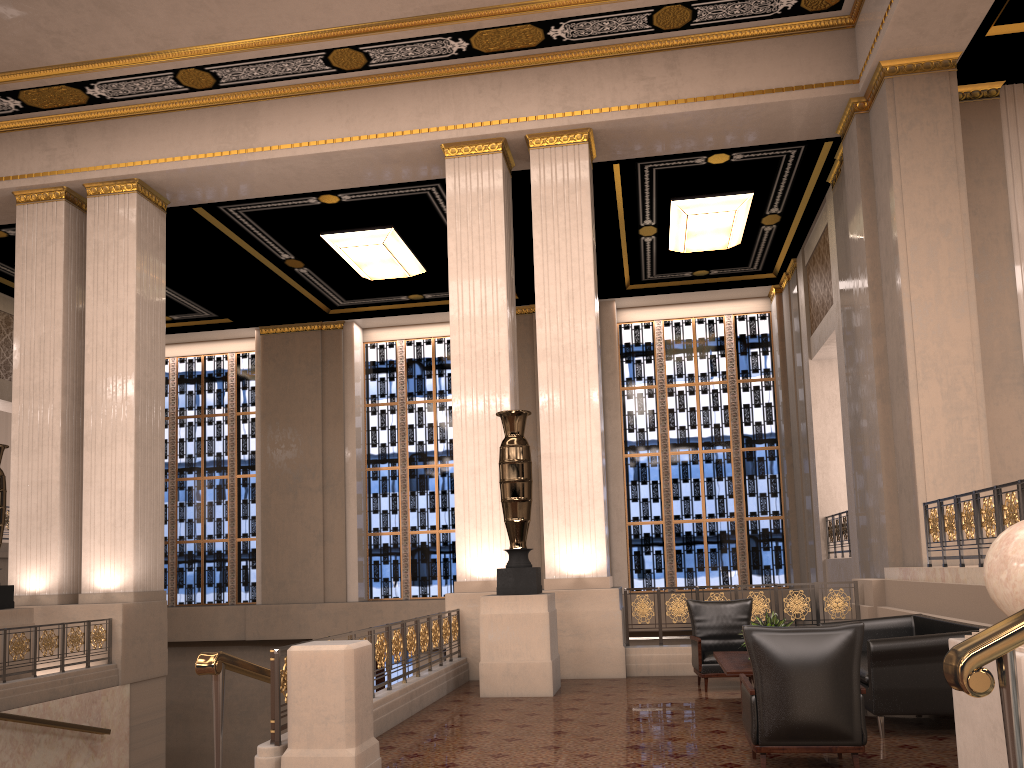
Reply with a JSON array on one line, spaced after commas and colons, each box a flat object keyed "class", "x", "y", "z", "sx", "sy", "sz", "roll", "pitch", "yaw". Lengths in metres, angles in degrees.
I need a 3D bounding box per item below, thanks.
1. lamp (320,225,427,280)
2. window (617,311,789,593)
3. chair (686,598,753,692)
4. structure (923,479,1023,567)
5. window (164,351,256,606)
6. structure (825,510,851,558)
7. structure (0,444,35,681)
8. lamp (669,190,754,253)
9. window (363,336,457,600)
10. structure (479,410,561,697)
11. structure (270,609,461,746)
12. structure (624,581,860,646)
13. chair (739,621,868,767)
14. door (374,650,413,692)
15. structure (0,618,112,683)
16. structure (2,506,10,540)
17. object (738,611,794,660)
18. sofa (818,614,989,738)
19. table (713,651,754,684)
[{"class": "lamp", "x": -2.231, "y": -2.089, "z": 14.522, "sx": 1.168, "sy": 0.211, "sz": 2.048, "roll": -4, "pitch": -12, "yaw": 9}, {"class": "window", "x": 3.666, "y": 1.323, "z": 17.138, "sx": 2.990, "sy": 5.297, "sz": 0.070, "roll": -3, "pitch": -6, "yaw": 9}, {"class": "chair", "x": 2.070, "y": 2.511, "z": 8.524, "sx": 0.648, "sy": 0.834, "sz": 0.728, "roll": -2, "pitch": -8, "yaw": 4}, {"class": "structure", "x": 3.722, "y": 1.087, "z": 6.724, "sx": 0.032, "sy": 0.615, "sz": 3.752, "roll": -3, "pitch": -12, "yaw": 9}, {"class": "window", "x": -6.578, "y": 2.010, "z": 18.755, "sx": 2.990, "sy": 5.297, "sz": 0.070, "roll": -3, "pitch": -6, "yaw": 9}, {"class": "structure", "x": 4.885, "y": 2.242, "z": 13.067, "sx": 0.031, "sy": 0.658, "sz": 2.189, "roll": -3, "pitch": -11, "yaw": 9}, {"class": "structure", "x": -5.799, "y": 2.055, "z": 9.739, "sx": 0.701, "sy": 2.756, "sz": 0.708, "roll": -3, "pitch": -6, "yaw": 9}, {"class": "lamp", "x": 3.048, "y": -2.443, "z": 13.689, "sx": 1.168, "sy": 0.211, "sz": 2.048, "roll": -4, "pitch": -12, "yaw": 9}, {"class": "window", "x": -1.543, "y": 1.672, "z": 17.960, "sx": 2.990, "sy": 5.297, "sz": 0.070, "roll": -3, "pitch": -6, "yaw": 9}, {"class": "structure", "x": 0.051, "y": 1.663, "z": 8.815, "sx": 0.701, "sy": 2.756, "sz": 0.708, "roll": -3, "pitch": -6, "yaw": 9}, {"class": "structure", "x": -0.980, "y": 2.271, "z": 7.388, "sx": 0.079, "sy": 0.529, "sz": 5.014, "roll": -3, "pitch": -12, "yaw": 8}, {"class": "structure", "x": 2.525, "y": 2.549, "z": 9.759, "sx": 2.537, "sy": 0.647, "sz": 0.032, "roll": -4, "pitch": -6, "yaw": 9}, {"class": "chair", "x": 1.671, "y": 1.800, "z": 5.120, "sx": 0.648, "sy": 0.834, "sz": 0.727, "roll": -3, "pitch": -9, "yaw": 9}, {"class": "door", "x": -2.540, "y": 6.523, "z": 17.187, "sx": 1.493, "sy": 2.693, "sz": 0.157, "roll": -3, "pitch": -6, "yaw": 9}, {"class": "structure", "x": -5.156, "y": 2.551, "z": 8.047, "sx": 0.079, "sy": 0.529, "sz": 5.013, "roll": -3, "pitch": -12, "yaw": 9}, {"class": "structure", "x": -8.991, "y": 2.439, "z": 15.326, "sx": 0.031, "sy": 0.658, "sz": 2.189, "roll": -3, "pitch": -11, "yaw": 9}, {"class": "object", "x": 2.009, "y": 1.946, "z": 6.839, "sx": 0.506, "sy": 0.371, "sz": 0.528, "roll": -10, "pitch": -13, "yaw": 41}, {"class": "sofa", "x": 2.942, "y": 2.157, "z": 6.684, "sx": 0.876, "sy": 0.697, "sz": 1.952, "roll": -3, "pitch": -11, "yaw": 9}, {"class": "table", "x": 2.039, "y": 2.349, "z": 6.811, "sx": 0.839, "sy": 0.429, "sz": 1.498, "roll": -4, "pitch": -12, "yaw": 9}]
